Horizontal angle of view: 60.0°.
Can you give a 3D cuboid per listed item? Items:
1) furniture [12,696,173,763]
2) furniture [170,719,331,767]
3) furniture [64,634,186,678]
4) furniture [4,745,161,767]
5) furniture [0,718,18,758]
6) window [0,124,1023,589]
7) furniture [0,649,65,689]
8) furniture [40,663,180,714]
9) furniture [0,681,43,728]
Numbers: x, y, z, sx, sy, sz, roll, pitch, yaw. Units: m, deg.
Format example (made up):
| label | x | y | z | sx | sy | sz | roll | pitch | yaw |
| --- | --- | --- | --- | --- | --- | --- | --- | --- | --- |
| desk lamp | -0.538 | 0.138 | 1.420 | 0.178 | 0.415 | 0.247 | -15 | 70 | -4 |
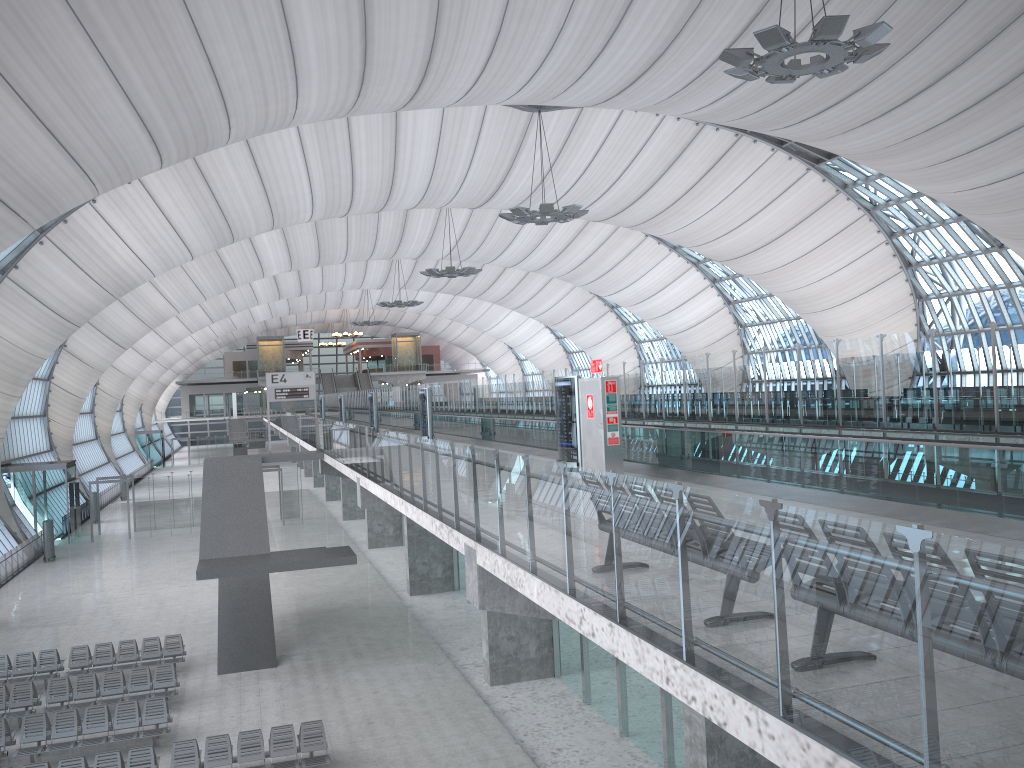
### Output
| label | x | y | z | sx | sy | sz | roll | pitch | yaw |
| --- | --- | --- | --- | --- | --- | --- | --- | --- | --- |
| furniture | -8.099 | 6.736 | 17.304 | 2.705 | 0.913 | 1.572 | -3 | 0 | -17 |
| furniture | -4.597 | 6.558 | 15.591 | 2.705 | 0.913 | 1.572 | -3 | 0 | -17 |
| furniture | -9.567 | 6.841 | 22.072 | 2.705 | 0.913 | 1.572 | -3 | 0 | -17 |
| furniture | -7.313 | 6.680 | 14.752 | 2.705 | 0.913 | 1.572 | -3 | 0 | -17 |
| furniture | -10.815 | 6.859 | 16.465 | 2.705 | 0.913 | 1.572 | -3 | 0 | -17 |
| window | -9.214 | -2.215 | 74.820 | 50.537 | 20.004 | 167.818 | -3 | 0 | -17 |
| furniture | -12.283 | 6.963 | 21.233 | 2.705 | 0.913 | 1.572 | -3 | 0 | -17 |
| furniture | -8.790 | 6.785 | 19.549 | 2.705 | 0.913 | 1.572 | -3 | 0 | -17 |
| furniture | -11.506 | 6.908 | 18.710 | 2.705 | 0.913 | 1.572 | -3 | 0 | -17 |
